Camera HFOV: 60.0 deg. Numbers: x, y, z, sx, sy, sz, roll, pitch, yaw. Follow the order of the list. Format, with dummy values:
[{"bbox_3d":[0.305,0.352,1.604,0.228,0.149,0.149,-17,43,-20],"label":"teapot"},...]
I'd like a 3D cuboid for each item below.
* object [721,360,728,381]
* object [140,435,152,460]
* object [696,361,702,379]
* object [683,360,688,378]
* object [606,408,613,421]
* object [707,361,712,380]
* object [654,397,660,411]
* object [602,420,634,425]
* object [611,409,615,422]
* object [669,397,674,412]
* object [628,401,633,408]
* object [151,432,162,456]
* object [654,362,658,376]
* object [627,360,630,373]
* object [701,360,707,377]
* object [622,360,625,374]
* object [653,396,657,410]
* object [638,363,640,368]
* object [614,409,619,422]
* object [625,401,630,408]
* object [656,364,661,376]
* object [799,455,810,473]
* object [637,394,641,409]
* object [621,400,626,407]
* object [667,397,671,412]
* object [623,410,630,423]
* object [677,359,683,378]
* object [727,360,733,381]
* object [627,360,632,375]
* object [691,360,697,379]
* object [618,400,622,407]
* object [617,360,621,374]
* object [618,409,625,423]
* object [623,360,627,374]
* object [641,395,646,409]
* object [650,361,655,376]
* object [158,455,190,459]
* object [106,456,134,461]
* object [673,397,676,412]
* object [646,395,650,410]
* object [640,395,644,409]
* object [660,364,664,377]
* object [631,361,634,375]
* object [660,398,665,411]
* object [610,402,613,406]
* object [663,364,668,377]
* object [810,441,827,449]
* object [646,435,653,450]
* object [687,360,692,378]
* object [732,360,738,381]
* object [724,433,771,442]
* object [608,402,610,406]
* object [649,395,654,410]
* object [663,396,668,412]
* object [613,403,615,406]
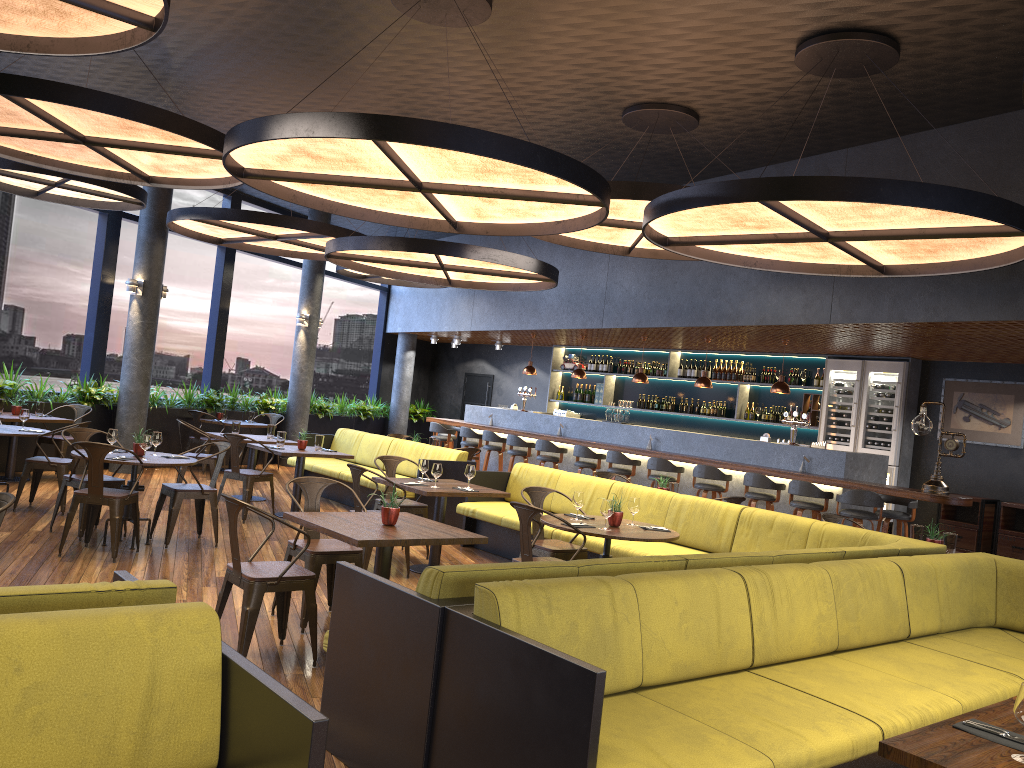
[{"bbox_3d":[3.369,-0.215,14.015,0.084,0.330,0.084,7,-1,-33],"label":"object"},{"bbox_3d":[-3.051,0.528,7.380,0.097,0.206,0.097,7,-1,-33],"label":"object"},{"bbox_3d":[3.076,-0.228,14.530,0.085,0.310,0.086,7,-1,-29],"label":"object"},{"bbox_3d":[2.892,-0.244,14.751,0.085,0.310,0.086,7,-1,-25],"label":"object"},{"bbox_3d":[1.457,0.468,13.315,0.105,0.209,0.105,6,-1,-5],"label":"object"},{"bbox_3d":[3.199,-0.217,14.386,0.085,0.310,0.086,6,-1,1],"label":"object"},{"bbox_3d":[2.471,0.341,15.065,0.088,0.224,0.088,7,-1,-25],"label":"object"},{"bbox_3d":[1.584,0.577,13.266,0.273,0.019,0.437,7,-1,-40],"label":"object"},{"bbox_3d":[1.547,0.479,13.375,0.105,0.209,0.105,6,-1,-5],"label":"object"},{"bbox_3d":[2.669,0.344,14.822,0.063,0.254,0.063,6,-1,3],"label":"object"},{"bbox_3d":[2.090,0.359,15.547,0.084,0.119,0.084,6,-1,5],"label":"object"},{"bbox_3d":[-3.135,0.526,7.811,0.097,0.206,0.097,6,-1,22],"label":"object"},{"bbox_3d":[2.485,-0.252,15.239,0.063,0.254,0.063,6,-1,-12],"label":"object"},{"bbox_3d":[2.061,-0.290,15.742,0.063,0.254,0.063,6,-1,23],"label":"object"},{"bbox_3d":[3.111,-0.227,14.343,0.085,0.310,0.086,6,-1,-6],"label":"object"},{"bbox_3d":[2.000,-0.296,15.811,0.063,0.254,0.063,6,-1,28],"label":"object"},{"bbox_3d":[2.467,0.329,15.267,0.063,0.254,0.063,6,-1,23],"label":"object"},{"bbox_3d":[2.221,-0.257,15.553,0.068,0.217,0.068,7,-1,-35],"label":"object"},{"bbox_3d":[1.571,0.479,13.253,0.105,0.209,0.105,6,-1,-5],"label":"object"},{"bbox_3d":[2.034,0.354,15.614,0.084,0.119,0.084,6,-1,5],"label":"object"},{"bbox_3d":[2.487,-0.237,15.044,0.068,0.217,0.068,6,-1,35],"label":"object"},{"bbox_3d":[3.465,0.947,10.521,0.114,0.203,0.069,6,-1,-5],"label":"object"},{"bbox_3d":[2.206,0.302,15.354,0.063,0.254,0.063,6,-1,23],"label":"object"},{"bbox_3d":[1.979,0.349,15.681,0.084,0.119,0.084,6,-1,5],"label":"object"},{"bbox_3d":[2.654,0.345,14.978,0.063,0.254,0.063,6,-1,-7],"label":"object"},{"bbox_3d":[1.695,0.492,13.201,0.105,0.209,0.105,6,-1,-5],"label":"object"},{"bbox_3d":[2.802,-0.255,14.712,0.085,0.310,0.086,6,-1,-12],"label":"object"},{"bbox_3d":[3.431,-0.209,13.934,0.084,0.330,0.084,7,-1,-33],"label":"object"},{"bbox_3d":[2.070,-0.292,15.573,0.063,0.254,0.063,7,-1,-22],"label":"object"},{"bbox_3d":[2.986,-0.238,14.491,0.085,0.310,0.086,6,-1,-12],"label":"object"},{"bbox_3d":[1.925,0.344,15.746,0.084,0.119,0.084,6,-1,5],"label":"object"},{"bbox_3d":[1.911,-0.306,15.751,0.063,0.254,0.063,6,-1,33],"label":"object"},{"bbox_3d":[1.612,0.482,13.122,0.105,0.209,0.105,6,-1,-5],"label":"object"},{"bbox_3d":[2.006,-0.297,15.680,0.063,0.254,0.063,6,-1,23],"label":"object"},{"bbox_3d":[2.270,0.307,15.276,0.063,0.254,0.063,6,-1,38],"label":"object"},{"bbox_3d":[2.409,-0.261,15.192,0.063,0.254,0.063,6,-1,8],"label":"object"},{"bbox_3d":[-2.973,0.638,7.785,0.255,0.019,0.157,7,-1,-41],"label":"object"},{"bbox_3d":[-3.197,0.605,7.272,0.157,0.019,0.255,6,-1,3],"label":"object"},{"bbox_3d":[2.717,0.350,14.892,0.063,0.254,0.063,6,-1,23],"label":"object"},{"bbox_3d":[2.353,0.317,15.330,0.063,0.254,0.063,6,-1,8],"label":"object"},{"bbox_3d":[2.274,0.310,15.425,0.063,0.254,0.063,5,-1,43],"label":"object"},{"bbox_3d":[2.563,-0.228,15.098,0.068,0.217,0.068,7,-1,-35],"label":"object"},{"bbox_3d":[2.132,-0.283,15.670,0.063,0.254,0.063,6,-1,-2],"label":"object"},{"bbox_3d":[2.575,0.353,15.115,0.088,0.224,0.088,6,-1,25],"label":"object"},{"bbox_3d":[1.781,0.360,15.830,0.042,0.059,0.042,6,-1,12],"label":"object"},{"bbox_3d":[2.602,-0.229,14.949,0.088,0.224,0.088,7,-1,-25],"label":"object"},{"bbox_3d":[3.664,0.724,10.603,0.177,0.091,0.091,6,-1,25],"label":"object"},{"bbox_3d":[1.930,0.809,12.371,0.114,0.203,0.069,5,-1,40],"label":"object"},{"bbox_3d":[2.929,-0.243,14.564,0.085,0.310,0.086,6,-1,-6],"label":"object"},{"bbox_3d":[3.494,-0.203,13.861,0.084,0.330,0.084,7,-1,-33],"label":"object"},{"bbox_3d":[2.983,0.656,11.462,0.200,0.106,0.766,7,-1,-40],"label":"object"},{"bbox_3d":[1.749,0.358,15.926,0.042,0.059,0.042,6,-1,12],"label":"object"},{"bbox_3d":[2.401,0.321,15.208,0.063,0.254,0.063,6,-1,-12],"label":"object"},{"bbox_3d":[2.587,0.337,14.932,0.063,0.254,0.063,7,-1,-22],"label":"object"},{"bbox_3d":[1.824,0.365,15.836,0.042,0.059,0.042,6,-1,12],"label":"object"}]
